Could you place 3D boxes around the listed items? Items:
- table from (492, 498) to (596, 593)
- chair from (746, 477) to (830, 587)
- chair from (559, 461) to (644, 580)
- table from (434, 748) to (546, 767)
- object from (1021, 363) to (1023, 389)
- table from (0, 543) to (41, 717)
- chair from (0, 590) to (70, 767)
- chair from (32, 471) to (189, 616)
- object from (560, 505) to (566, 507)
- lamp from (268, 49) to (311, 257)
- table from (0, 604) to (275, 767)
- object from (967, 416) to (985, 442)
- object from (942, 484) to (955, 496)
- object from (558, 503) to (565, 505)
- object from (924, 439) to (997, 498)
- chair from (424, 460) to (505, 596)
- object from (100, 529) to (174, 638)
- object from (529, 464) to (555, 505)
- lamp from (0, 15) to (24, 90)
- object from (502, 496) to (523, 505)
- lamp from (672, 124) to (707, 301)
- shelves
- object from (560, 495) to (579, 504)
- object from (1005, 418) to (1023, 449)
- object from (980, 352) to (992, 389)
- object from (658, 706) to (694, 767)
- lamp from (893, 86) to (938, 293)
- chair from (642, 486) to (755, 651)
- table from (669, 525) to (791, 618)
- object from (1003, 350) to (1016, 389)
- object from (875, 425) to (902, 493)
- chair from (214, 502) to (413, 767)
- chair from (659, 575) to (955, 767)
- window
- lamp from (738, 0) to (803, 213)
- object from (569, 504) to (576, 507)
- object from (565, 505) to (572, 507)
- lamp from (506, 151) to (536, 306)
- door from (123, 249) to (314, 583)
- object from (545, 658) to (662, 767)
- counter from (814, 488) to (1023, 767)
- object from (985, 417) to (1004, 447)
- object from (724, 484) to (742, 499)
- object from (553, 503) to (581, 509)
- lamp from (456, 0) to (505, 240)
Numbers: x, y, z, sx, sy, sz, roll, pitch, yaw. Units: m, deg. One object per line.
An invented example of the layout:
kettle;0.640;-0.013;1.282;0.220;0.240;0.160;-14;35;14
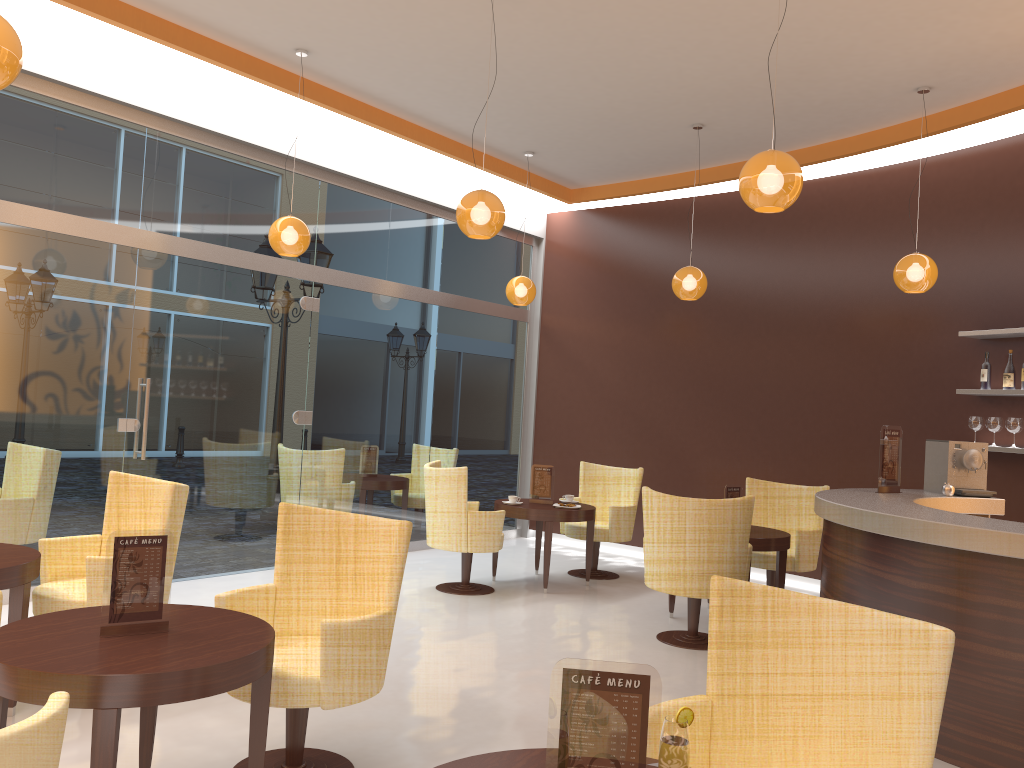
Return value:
table;0.266;1.376;7.642;0.872;0.679;0.874;3;-2;-6
chair;2.148;1.303;7.218;0.729;1.017;0.685;2;-2;45
chair;0.818;1.256;8.229;0.729;1.017;0.685;2;-2;41
table;0.148;1.196;1.670;0.872;0.679;0.874;4;-2;-21
object;3.756;-0.098;6.460;0.073;0.297;0.073;3;-2;7
table;-2.595;1.102;3.914;0.872;0.679;0.874;3;-2;-6
chair;-1.496;0.944;2.107;0.729;1.017;0.685;3;-2;6
chair;-2.043;0.981;4.500;0.729;1.017;0.685;2;-2;41
object;0.428;1.023;7.452;0.054;0.018;0.051;3;-2;-5
lamp;-1.579;-1.682;6.456;0.299;1.500;0.299;3;-2;12
table;-1.239;1.150;2.870;0.872;0.679;0.874;4;-2;-16
object;3.561;0.362;6.814;0.125;0.221;0.125;4;-2;-28
object;2.697;0.654;5.481;0.075;0.077;0.075;3;-2;6
object;0.419;1.016;7.486;0.055;0.016;0.052;2;-2;37
object;2.877;0.538;5.674;0.270;0.340;0.373;4;-2;-7
chair;-0.396;1.155;7.192;0.685;1.017;0.729;4;-2;-20
object;-1.218;0.644;2.890;0.209;0.335;0.042;4;-2;-34
object;0.261;0.869;7.684;0.209;0.335;0.042;3;-2;13
lamp;-1.855;-1.795;3.141;0.299;1.500;0.299;2;-2;38
object;0.005;0.982;7.493;0.153;0.069;0.153;2;-2;38
lamp;1.549;-1.468;7.576;0.299;1.500;0.299;3;-2;16
shelves;3.925;0.010;4.592;0.586;0.902;4.744;3;-2;-5
object;0.513;1.023;7.877;0.153;0.069;0.153;4;-2;-30
object;3.693;0.361;6.520;0.125;0.221;0.125;4;-2;-28
object;3.613;-0.097;6.754;0.073;0.297;0.073;5;-2;-43
object;0.354;0.789;1.926;0.067;0.171;0.072;3;-2;20
lamp;2.974;-1.417;6.478;0.299;1.500;0.299;3;-2;16
chair;1.220;1.212;5.918;0.729;1.017;0.685;3;-2;16
table;1.606;1.424;6.622;0.872;0.679;0.874;3;-2;-6
object;3.704;-0.102;6.594;0.086;0.303;0.086;3;-2;16
object;2.334;0.463;5.470;0.258;0.414;0.052;5;-2;-39
chair;-0.808;1.025;3.549;0.729;1.017;0.685;2;-2;35
chair;0.688;1.076;2.289;0.685;1.017;0.729;5;-2;-35
window;-2.295;-0.200;7.149;0.040;3.380;8.200;2;-2;38
lamp;1.273;-1.581;4.261;0.299;1.500;0.299;3;-2;16
object;0.512;1.028;7.498;0.052;0.018;0.055;4;-2;-28
object;0.473;1.025;7.445;0.055;0.014;0.053;3;-2;21
lamp;0.123;-1.519;8.674;0.299;1.500;0.299;3;-2;5
door;-2.324;0.298;7.134;0.020;2.499;1.640;2;-2;38
object;0.939;0.717;1.109;2.090;0.335;0.187;2;-2;34
counter;2.399;1.196;4.438;1.586;1.100;2.917;4;-2;-7
object;3.628;0.361;6.670;0.125;0.221;0.125;4;-2;-28
object;1.650;0.919;6.629;0.209;0.335;0.042;5;-2;-39
object;0.464;1.034;7.484;0.234;0.020;0.234;3;-2;9
lamp;-0.153;-1.631;5.358;0.299;1.500;0.299;5;-2;-42
